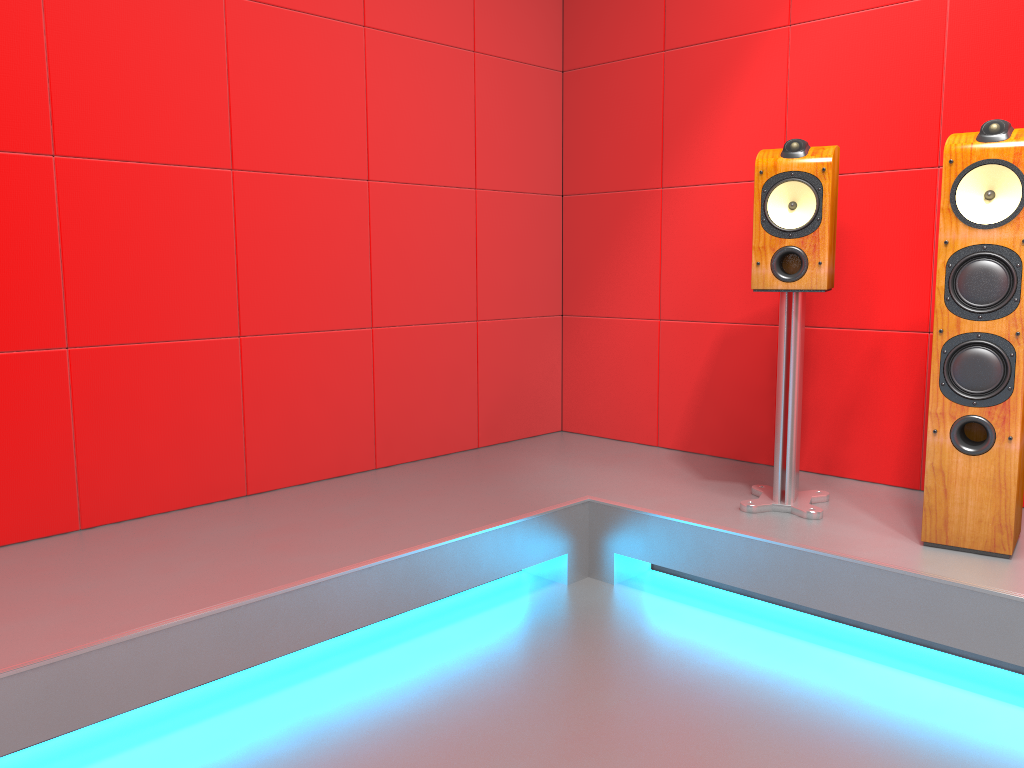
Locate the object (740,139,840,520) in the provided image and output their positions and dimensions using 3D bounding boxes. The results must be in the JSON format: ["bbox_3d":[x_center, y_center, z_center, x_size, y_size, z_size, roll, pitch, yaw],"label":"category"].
[{"bbox_3d":[0.815,-0.163,2.581,0.231,1.058,0.265,3,8,24],"label":"object"}]

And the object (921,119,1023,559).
[{"bbox_3d":[1.185,-0.114,2.224,0.203,1.052,0.238,5,9,34],"label":"object"}]
